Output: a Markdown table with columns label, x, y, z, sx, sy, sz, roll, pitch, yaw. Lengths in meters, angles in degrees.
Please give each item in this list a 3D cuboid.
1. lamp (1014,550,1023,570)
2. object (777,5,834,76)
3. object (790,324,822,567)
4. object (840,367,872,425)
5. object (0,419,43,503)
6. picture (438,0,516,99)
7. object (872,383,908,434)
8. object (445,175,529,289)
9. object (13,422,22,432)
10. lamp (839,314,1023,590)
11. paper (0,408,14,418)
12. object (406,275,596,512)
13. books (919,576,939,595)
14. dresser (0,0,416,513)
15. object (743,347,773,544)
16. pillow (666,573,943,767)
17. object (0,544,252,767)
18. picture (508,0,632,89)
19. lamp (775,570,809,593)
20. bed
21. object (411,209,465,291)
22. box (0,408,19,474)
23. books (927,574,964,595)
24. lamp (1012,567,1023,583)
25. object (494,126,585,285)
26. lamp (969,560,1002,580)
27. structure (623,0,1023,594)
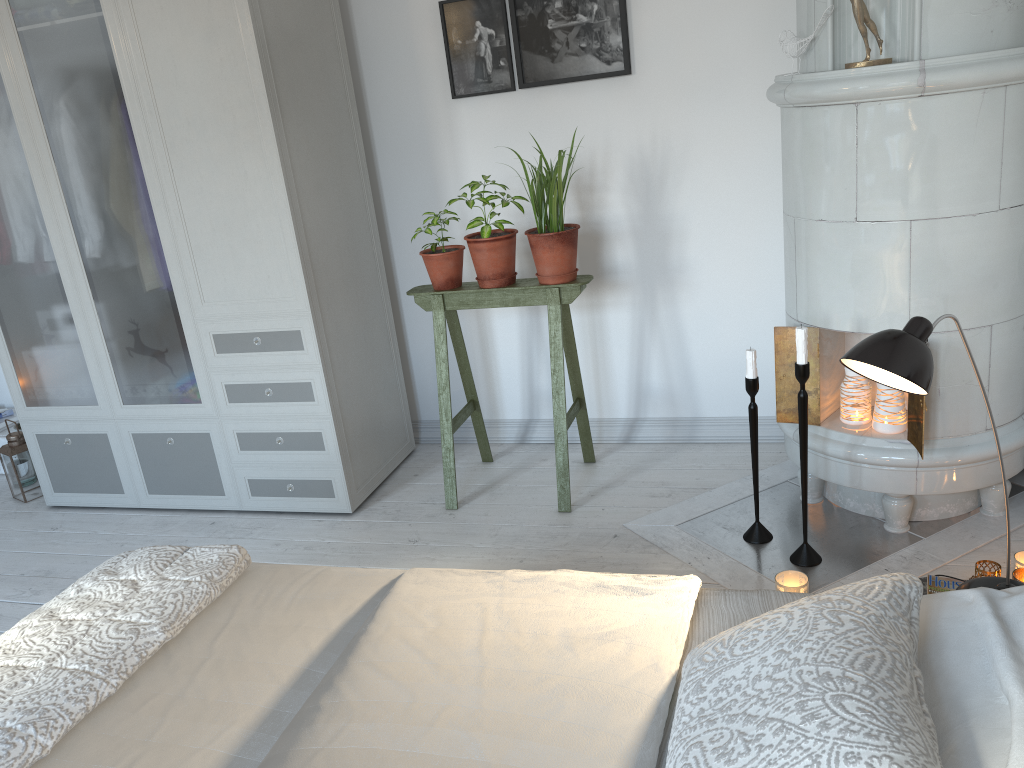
| label | x | y | z | sx | sy | sz | roll | pitch | yaw |
| --- | --- | --- | --- | --- | --- | --- | --- | --- | --- |
| lamp | 1.353 | 0.498 | 2.314 | 0.080 | 0.099 | 0.080 | -11 | 19 | -9 |
| object | 0.804 | -0.941 | 2.442 | 0.059 | 0.166 | 0.195 | -16 | 20 | -25 |
| object | 0.820 | 0.178 | 2.491 | 0.091 | 0.722 | 0.091 | 2 | 21 | 27 |
| object | 1.051 | 0.030 | 2.710 | 0.093 | 0.181 | 0.092 | 0 | 20 | 22 |
| object | -2.124 | 0.322 | 3.845 | 0.137 | 0.353 | 0.131 | 8 | 24 | 39 |
| picture | -0.128 | -1.247 | 3.275 | 0.250 | 0.344 | 0.022 | -1 | 20 | 18 |
| object | 1.115 | 0.037 | 2.614 | 0.098 | 0.211 | 0.097 | -2 | 20 | 17 |
| object | -0.076 | -0.516 | 3.015 | 0.258 | 0.372 | 0.233 | 3 | 22 | 29 |
| object | -2.280 | -0.304 | 3.848 | 1.040 | 1.562 | 0.288 | -23 | 24 | -38 |
| lamp | 0.997 | 0.242 | 1.881 | 0.450 | 0.941 | 0.822 | 6 | 23 | 35 |
| paper | -2.604 | 0.159 | 4.385 | 0.221 | 0.031 | 0.174 | -21 | 23 | -36 |
| object | -0.002 | 0.016 | 3.225 | 0.671 | 0.779 | 0.429 | -1 | 20 | 18 |
| books | 0.997 | 0.569 | 2.247 | 0.262 | 0.096 | 0.174 | -3 | 19 | 13 |
| dresser | -1.319 | -0.626 | 3.409 | 1.432 | 2.175 | 0.627 | -1 | 20 | 18 |
| object | 0.728 | 0.185 | 2.662 | 0.091 | 0.625 | 0.091 | -8 | 19 | -2 |
| pillow | 0.275 | 0.518 | 0.785 | 0.415 | 0.227 | 1.140 | -4 | 18 | 11 |
| object | -0.913 | 0.603 | 1.240 | 0.405 | 0.105 | 1.452 | -1 | 19 | 18 |
| picture | 0.205 | -1.251 | 3.162 | 0.415 | 0.331 | 0.036 | -1 | 20 | 18 |
| lamp | 0.691 | 0.522 | 2.186 | 0.080 | 0.099 | 0.080 | -17 | 21 | -26 |
| bed | -0.109 | 0.622 | 0.982 | 2.176 | 1.052 | 1.877 | -1 | 19 | 18 |
| object | -0.257 | -0.473 | 3.110 | 0.194 | 0.279 | 0.176 | -12 | 19 | -13 |
| box | -2.555 | 0.273 | 4.369 | 0.641 | 0.219 | 0.374 | -1 | 19 | 18 |
| books | 1.020 | 0.605 | 1.907 | 0.245 | 0.233 | 0.344 | 2 | 21 | 26 |
| lamp | 1.308 | 0.527 | 2.242 | 0.080 | 0.099 | 0.080 | -11 | 19 | -9 |
| object | 0.112 | -0.579 | 2.924 | 0.300 | 0.502 | 0.332 | -7 | 19 | 2 |
| lamp | 1.240 | 0.515 | 2.321 | 0.063 | 0.092 | 0.072 | -22 | 23 | -36 |
| structure | 0.937 | -0.859 | 2.434 | 1.245 | 2.852 | 0.797 | -16 | 21 | -24 |
